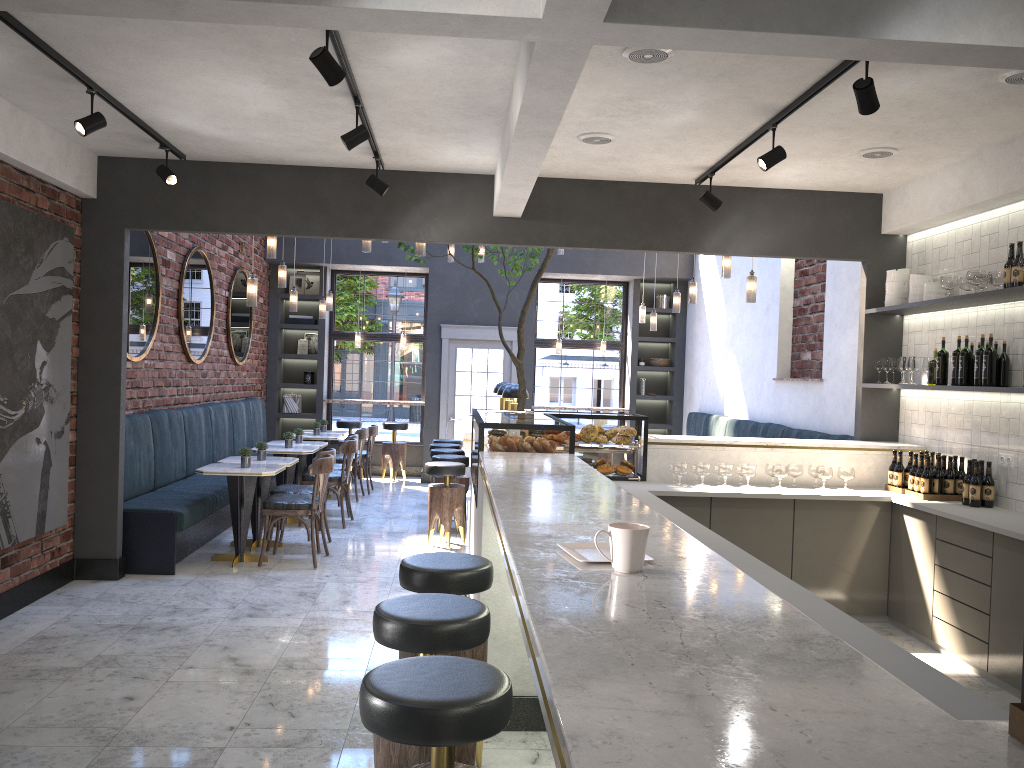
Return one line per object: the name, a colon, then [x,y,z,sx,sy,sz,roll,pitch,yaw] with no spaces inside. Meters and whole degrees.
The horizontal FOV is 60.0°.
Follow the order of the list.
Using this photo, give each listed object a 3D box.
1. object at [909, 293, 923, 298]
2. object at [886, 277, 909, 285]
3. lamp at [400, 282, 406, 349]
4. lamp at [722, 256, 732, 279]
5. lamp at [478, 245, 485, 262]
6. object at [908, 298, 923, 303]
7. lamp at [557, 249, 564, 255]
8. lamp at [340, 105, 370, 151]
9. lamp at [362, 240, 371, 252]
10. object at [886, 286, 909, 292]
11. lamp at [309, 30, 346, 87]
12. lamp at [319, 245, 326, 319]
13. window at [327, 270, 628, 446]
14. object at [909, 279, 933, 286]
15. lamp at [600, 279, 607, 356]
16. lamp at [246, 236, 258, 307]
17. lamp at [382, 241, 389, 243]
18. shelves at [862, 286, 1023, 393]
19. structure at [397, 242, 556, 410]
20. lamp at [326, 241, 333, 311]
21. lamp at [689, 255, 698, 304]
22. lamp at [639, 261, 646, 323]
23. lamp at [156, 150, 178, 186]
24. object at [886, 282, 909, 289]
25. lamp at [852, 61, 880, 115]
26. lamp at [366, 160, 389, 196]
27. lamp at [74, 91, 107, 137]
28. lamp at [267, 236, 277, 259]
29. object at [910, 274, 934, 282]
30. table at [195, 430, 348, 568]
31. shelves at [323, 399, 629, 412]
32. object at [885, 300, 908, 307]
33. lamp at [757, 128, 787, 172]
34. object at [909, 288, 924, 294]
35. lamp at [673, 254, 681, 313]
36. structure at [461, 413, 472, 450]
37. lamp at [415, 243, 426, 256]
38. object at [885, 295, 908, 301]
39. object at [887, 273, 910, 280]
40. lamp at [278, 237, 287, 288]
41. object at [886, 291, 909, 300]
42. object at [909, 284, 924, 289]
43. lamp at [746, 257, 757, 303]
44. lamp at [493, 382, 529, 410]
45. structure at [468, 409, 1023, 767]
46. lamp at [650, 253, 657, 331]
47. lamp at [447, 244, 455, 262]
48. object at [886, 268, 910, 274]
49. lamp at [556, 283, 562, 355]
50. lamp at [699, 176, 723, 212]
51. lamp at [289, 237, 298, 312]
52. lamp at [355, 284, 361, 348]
object: [2.856,-0.603,6.195,0.153,0.074,0.154,2,1,-1]
object: [2.782,-0.735,6.402,0.154,0.076,0.153,2,1,18]
lamp: [-1.553,-1.217,12.839,0.078,1.429,0.078,1,2,-41]
lamp: [1.988,-3.001,7.907,0.078,4.106,0.078,2,1,-19]
lamp: [-0.323,-3.603,11.245,0.078,4.106,0.078,2,1,-19]
object: [2.853,-0.568,6.198,0.153,0.055,0.153,1,1,-42]
lamp: [0.659,-3.626,10.733,0.078,4.106,0.078,2,1,-19]
lamp: [-0.828,-1.353,4.698,0.157,0.238,0.087,2,1,-10]
lamp: [-1.219,-3.222,7.812,0.078,4.106,0.078,2,1,26]
object: [2.780,-0.670,6.407,0.154,0.075,0.153,1,1,-36]
lamp: [-0.748,-1.338,3.606,0.087,0.238,0.157,3,1,35]
lamp: [-2.201,-2.832,10.568,0.078,4.106,0.078,2,1,-19]
window: [-0.070,-1.651,7.010,6.405,5.365,12.707,2,1,-4]
object: [2.856,-0.695,6.190,0.153,0.060,0.153,2,1,-21]
lamp: [1.364,-1.121,13.028,0.078,1.429,0.078,2,1,26]
lamp: [-1.972,-2.660,6.908,0.078,4.106,0.078,2,1,-19]
lamp: [-1.393,-3.684,10.167,0.078,4.106,0.078,2,1,-19]
shelves: [2.892,-0.236,4.842,0.300,0.580,3.599,2,1,-4]
structure: [0.121,-1.519,8.384,3.743,5.990,2.807,3,1,40]
lamp: [-2.233,-2.972,11.138,0.078,4.106,0.078,2,1,-19]
lamp: [1.913,-2.870,9.002,0.078,4.106,0.078,1,2,-41]
lamp: [1.755,-2.842,11.446,0.078,4.106,0.078,2,1,-19]
lamp: [-2.255,-1.411,5.801,0.157,0.235,0.087,3,1,37]
object: [2.780,-0.700,6.405,0.153,0.060,0.153,2,1,-21]
lamp: [1.501,-1.263,3.751,0.087,0.235,0.157,3,1,35]
lamp: [-0.893,-1.368,5.891,0.157,0.238,0.087,2,1,-10]
lamp: [-2.188,-1.397,4.606,0.087,0.238,0.157,3,1,35]
lamp: [-2.000,-3.132,7.582,0.078,4.106,0.078,2,1,-19]
object: [2.859,-0.730,6.187,0.154,0.076,0.153,2,1,18]
table: [-0.295,1.074,9.281,4.599,0.751,4.829,2,1,-4]
shelves: [-0.504,0.312,12.946,4.403,0.043,0.384,2,1,-4]
object: [2.776,-0.573,6.413,0.153,0.055,0.153,1,1,-42]
lamp: [1.420,-1.277,4.843,0.157,0.235,0.087,2,1,-10]
object: [2.858,-0.633,6.194,0.153,0.062,0.153,2,1,26]
lamp: [1.869,-2.831,9.674,0.078,4.106,0.078,1,2,-41]
structure: [-0.052,0.931,9.405,0.990,1.050,3.489,2,1,-4]
lamp: [-0.658,-3.067,6.983,0.078,4.106,0.078,2,1,26]
object: [2.780,-0.608,6.410,0.153,0.074,0.154,2,1,-1]
object: [2.785,-0.765,6.400,0.153,0.067,0.153,3,1,42]
lamp: [-2.208,-3.006,8.736,0.078,4.106,0.078,2,1,4]
object: [2.782,-0.638,6.409,0.153,0.062,0.153,2,1,26]
object: [2.857,-0.666,6.192,0.154,0.075,0.153,1,1,-36]
lamp: [2.023,-2.717,7.215,0.078,4.106,0.078,2,1,-19]
lamp: [-0.391,-1.196,5.769,4.183,3.257,8.833,2,1,-20]
structure: [1.474,0.920,3.678,3.205,1.300,5.804,2,1,-4]
lamp: [1.793,-2.700,10.786,0.078,4.106,0.078,2,1,-19]
lamp: [-0.666,-3.516,10.597,0.078,4.106,0.078,2,1,-19]
object: [2.783,-0.797,6.398,0.153,0.070,0.153,3,1,43]
lamp: [0.709,-1.142,12.985,0.078,1.429,0.078,1,2,-41]
lamp: [1.356,-1.292,6.036,0.157,0.235,0.087,2,1,-10]
lamp: [-2.256,-2.821,9.382,0.078,4.106,0.078,2,1,4]
lamp: [-2.208,-1.238,12.797,0.078,1.429,0.078,2,1,26]
